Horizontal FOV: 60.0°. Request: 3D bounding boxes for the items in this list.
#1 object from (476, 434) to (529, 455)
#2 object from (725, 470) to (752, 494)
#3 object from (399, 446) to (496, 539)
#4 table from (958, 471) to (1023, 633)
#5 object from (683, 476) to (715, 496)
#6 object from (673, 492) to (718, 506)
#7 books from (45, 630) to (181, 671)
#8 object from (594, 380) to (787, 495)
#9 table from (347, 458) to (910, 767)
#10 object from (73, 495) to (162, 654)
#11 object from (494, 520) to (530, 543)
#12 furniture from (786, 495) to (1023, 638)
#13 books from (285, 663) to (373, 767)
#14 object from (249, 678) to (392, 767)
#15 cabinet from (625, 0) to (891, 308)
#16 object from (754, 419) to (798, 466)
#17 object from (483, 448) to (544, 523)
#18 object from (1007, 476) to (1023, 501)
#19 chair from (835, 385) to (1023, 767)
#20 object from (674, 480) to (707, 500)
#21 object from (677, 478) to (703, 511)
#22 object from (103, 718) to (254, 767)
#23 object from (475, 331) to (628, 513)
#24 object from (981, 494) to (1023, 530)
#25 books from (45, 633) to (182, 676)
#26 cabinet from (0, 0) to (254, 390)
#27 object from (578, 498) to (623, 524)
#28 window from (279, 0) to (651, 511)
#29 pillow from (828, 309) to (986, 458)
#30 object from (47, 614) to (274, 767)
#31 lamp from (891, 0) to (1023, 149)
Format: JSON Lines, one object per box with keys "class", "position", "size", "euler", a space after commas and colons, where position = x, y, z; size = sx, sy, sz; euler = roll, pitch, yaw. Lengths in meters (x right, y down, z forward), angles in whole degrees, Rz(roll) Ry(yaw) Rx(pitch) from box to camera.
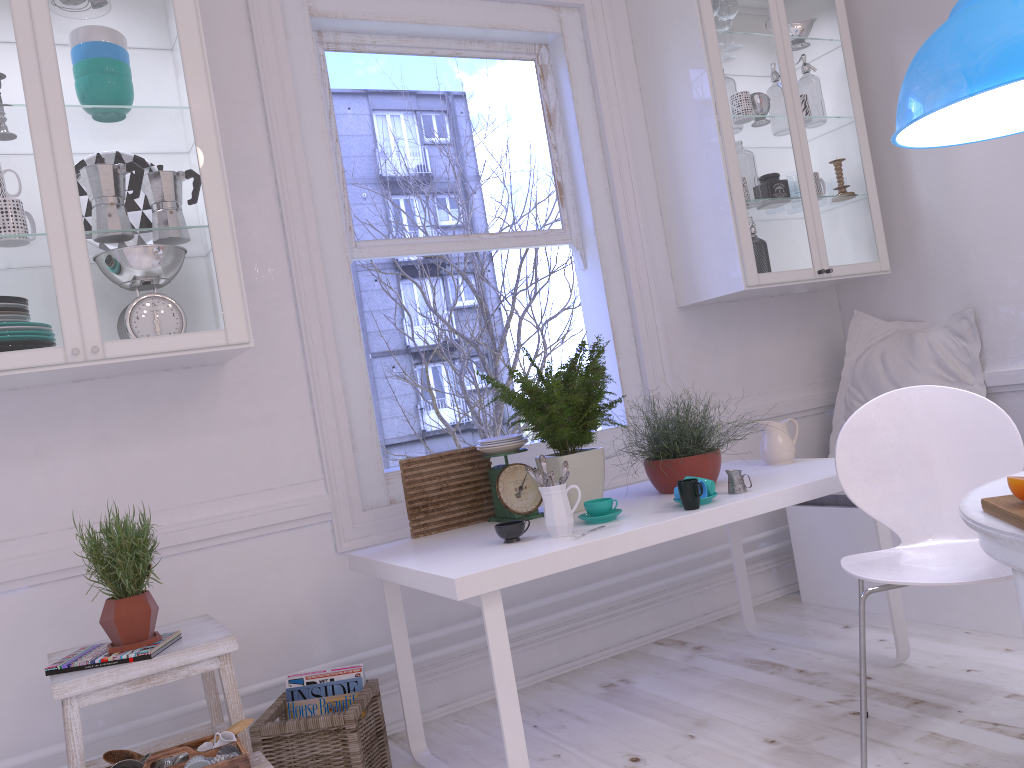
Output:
{"class": "object", "position": [-0.029, 0.185, 2.709], "size": [0.164, 0.047, 0.163], "euler": [-10, -1, 20]}
{"class": "object", "position": [0.632, 0.270, 2.487], "size": [0.066, 0.067, 0.052], "euler": [-9, -1, -29]}
{"class": "object", "position": [-0.187, 0.325, 2.717], "size": [0.294, 0.237, 0.028], "euler": [-9, -1, -29]}
{"class": "table", "position": [1.440, 0.465, 1.503], "size": [1.140, 0.629, 1.140], "euler": [-9, -1, 0]}
{"class": "object", "position": [0.509, 0.280, 2.428], "size": [0.082, 0.059, 0.069], "euler": [-10, -1, 39]}
{"class": "object", "position": [0.500, 0.314, 2.409], "size": [0.121, 0.021, 0.121], "euler": [-10, -1, 11]}
{"class": "books", "position": [-0.939, 0.631, 2.103], "size": [0.246, 0.007, 0.180], "euler": [-9, -1, 1]}
{"class": "object", "position": [0.525, 0.158, 2.760], "size": [0.668, 0.367, 0.531], "euler": [-9, -1, -5]}
{"class": "table", "position": [0.402, 0.658, 2.610], "size": [1.514, 0.619, 0.736], "euler": [-9, -1, -29]}
{"class": "object", "position": [-0.920, 0.438, 2.123], "size": [0.196, 0.367, 0.186], "euler": [-10, -1, 16]}
{"class": "object", "position": [-0.001, 0.382, 2.288], "size": [0.082, 0.048, 0.079], "euler": [-10, -1, 21]}
{"class": "furniture", "position": [2.173, 0.415, 2.241], "size": [0.769, 0.508, 3.296], "euler": [-9, -1, -29]}
{"class": "books", "position": [-0.505, 0.949, 2.385], "size": [0.221, 0.306, 0.205], "euler": [-9, -1, 4]}
{"class": "object", "position": [-0.501, 0.983, 2.372], "size": [0.276, 0.270, 0.276], "euler": [-9, -1, 4]}
{"class": "cabinet", "position": [1.020, -1.032, 3.625], "size": [0.823, 1.311, 0.425], "euler": [-9, -1, -29]}
{"class": "object", "position": [0.894, 0.192, 2.994], "size": [0.115, 0.152, 0.127], "euler": [-10, -1, 43]}
{"class": "object", "position": [0.001, 0.308, 2.700], "size": [0.159, 0.208, 0.185], "euler": [-9, -1, -29]}
{"class": "object", "position": [0.935, 0.168, 1.504], "size": [0.129, 0.075, 0.285], "euler": [-10, -1, 7]}
{"class": "chair", "position": [1.045, 0.431, 2.087], "size": [0.604, 0.845, 0.483], "euler": [-10, -1, 16]}
{"class": "object", "position": [0.484, 0.290, 2.399], "size": [0.080, 0.058, 0.069], "euler": [-10, -1, 34]}
{"class": "object", "position": [0.467, 0.290, 2.321], "size": [0.055, 0.077, 0.070], "euler": [-9, -1, -4]}
{"class": "object", "position": [-0.724, 0.837, 1.925], "size": [0.358, 0.110, 0.211], "euler": [-9, -1, -27]}
{"class": "object", "position": [0.154, 0.119, 2.672], "size": [0.438, 0.527, 0.368], "euler": [-9, -1, -29]}
{"class": "object", "position": [0.962, 0.213, 1.486], "size": [0.224, 0.024, 0.347], "euler": [-10, -1, 11]}
{"class": "books", "position": [-0.938, 0.640, 2.103], "size": [0.246, 0.011, 0.180], "euler": [-9, -1, 1]}
{"class": "cabinet", "position": [-1.240, -0.675, 2.349], "size": [0.823, 1.311, 0.425], "euler": [-9, -1, -29]}
{"class": "object", "position": [0.236, 0.341, 2.386], "size": [0.121, 0.055, 0.121], "euler": [-10, -1, 11]}
{"class": "window", "position": [-0.161, -0.533, 3.313], "size": [1.234, 1.782, 0.181], "euler": [-9, -1, -29]}
{"class": "pillow", "position": [1.610, -0.017, 3.654], "size": [0.677, 0.642, 0.374], "euler": [-10, -1, 31]}
{"class": "object", "position": [-0.830, 0.898, 2.098], "size": [0.418, 0.534, 0.599], "euler": [-9, -1, -29]}
{"class": "lamp", "position": [0.943, -1.545, 1.879], "size": [0.568, 1.948, 0.568], "euler": [-10, -1, 5]}
